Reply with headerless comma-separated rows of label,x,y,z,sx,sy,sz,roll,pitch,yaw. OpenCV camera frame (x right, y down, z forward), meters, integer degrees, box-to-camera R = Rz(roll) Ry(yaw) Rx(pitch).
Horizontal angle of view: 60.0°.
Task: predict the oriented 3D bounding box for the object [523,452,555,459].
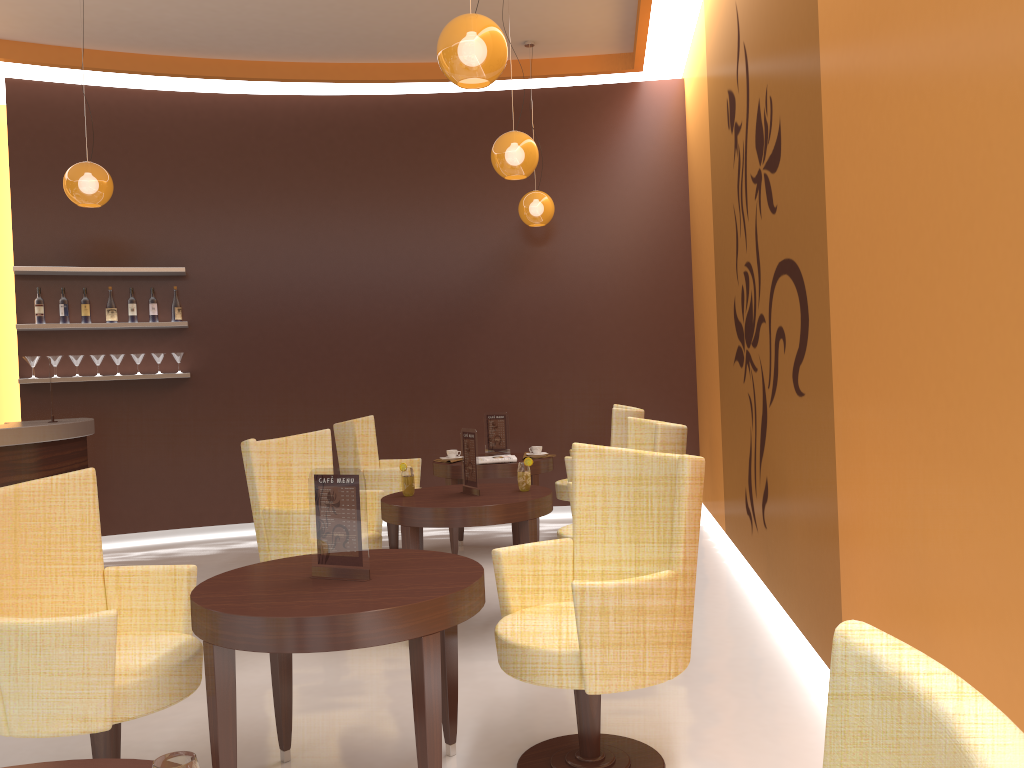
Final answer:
object,0.201,0.516,6.417,0.239,0.021,0.464,-2,1,2

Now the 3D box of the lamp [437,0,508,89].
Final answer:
lamp,-0.192,-2.006,3.708,0.299,1.500,0.299,-2,1,31

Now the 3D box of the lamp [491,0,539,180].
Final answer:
lamp,-0.009,-2.030,5.499,0.299,1.500,0.299,-3,1,-41

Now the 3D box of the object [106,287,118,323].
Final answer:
object,-3.260,-0.638,7.211,0.086,0.303,0.086,-3,1,-10

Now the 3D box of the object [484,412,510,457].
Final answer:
object,-0.110,0.372,6.464,0.209,0.335,0.042,-2,1,29

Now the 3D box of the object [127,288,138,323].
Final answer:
object,-3.110,-0.640,7.264,0.073,0.297,0.073,-2,1,44

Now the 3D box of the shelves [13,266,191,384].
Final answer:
shelves,-4.671,-0.411,6.143,4.744,0.902,0.586,-3,1,-37

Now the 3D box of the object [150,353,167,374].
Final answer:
object,-2.922,-0.166,7.340,0.137,0.174,0.137,-2,1,31

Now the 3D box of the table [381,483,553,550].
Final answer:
table,-0.215,0.901,4.521,0.872,0.679,0.874,-2,1,37

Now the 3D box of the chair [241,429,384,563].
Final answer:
chair,-1.024,0.765,4.649,0.685,1.017,0.729,-2,1,23

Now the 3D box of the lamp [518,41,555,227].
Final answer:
lamp,0.175,-2.054,7.289,0.299,1.500,0.299,-2,1,6

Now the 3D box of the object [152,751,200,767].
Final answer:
object,-0.404,0.527,1.071,0.067,0.148,0.067,-2,1,30

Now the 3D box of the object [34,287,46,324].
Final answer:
object,-3.719,-0.611,6.981,0.073,0.297,0.073,-2,1,44

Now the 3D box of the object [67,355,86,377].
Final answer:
object,-3.486,-0.141,7.105,0.137,0.174,0.137,-3,1,-19

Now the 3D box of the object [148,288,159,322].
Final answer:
object,-2.962,-0.647,7.322,0.073,0.297,0.073,-2,1,44

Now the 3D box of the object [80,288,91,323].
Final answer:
object,-3.428,-0.625,7.129,0.073,0.297,0.073,-2,1,3

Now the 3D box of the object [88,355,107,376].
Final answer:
object,-3.345,-0.146,7.166,0.137,0.174,0.137,-3,1,-19

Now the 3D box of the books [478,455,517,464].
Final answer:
books,-0.155,0.527,6.169,0.367,0.035,0.345,-2,1,-4

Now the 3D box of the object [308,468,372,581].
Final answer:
object,-0.528,0.423,2.696,0.209,0.335,0.042,-2,1,24

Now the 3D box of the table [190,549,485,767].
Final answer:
table,-0.505,0.930,2.710,0.872,0.679,0.874,-2,1,42

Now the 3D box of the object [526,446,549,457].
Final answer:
object,0.182,0.487,6.425,0.153,0.069,0.153,-3,1,-11

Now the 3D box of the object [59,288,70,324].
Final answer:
object,-3.567,-0.619,7.060,0.073,0.297,0.073,-2,1,44

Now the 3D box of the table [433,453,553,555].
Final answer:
table,-0.124,0.880,6.433,0.872,0.679,0.874,-2,1,42

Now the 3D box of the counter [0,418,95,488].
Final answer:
counter,-3.753,0.837,4.978,2.917,1.100,1.586,-3,1,-39

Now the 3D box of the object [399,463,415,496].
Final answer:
object,-0.536,0.489,4.544,0.072,0.171,0.067,-3,1,-12

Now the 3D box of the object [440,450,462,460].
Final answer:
object,-0.435,0.514,6.415,0.153,0.069,0.153,-2,1,32

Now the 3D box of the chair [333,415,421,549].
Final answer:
chair,-0.927,0.745,6.437,0.685,1.017,0.729,-2,1,3

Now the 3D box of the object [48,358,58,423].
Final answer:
object,-2.977,0.039,5.732,0.052,0.414,0.258,-3,1,-25

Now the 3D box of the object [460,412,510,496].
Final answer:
object,-0.148,0.382,5.467,0.187,0.335,2.090,-2,1,2

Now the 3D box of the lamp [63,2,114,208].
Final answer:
lamp,-2.792,-1.914,5.786,0.299,1.500,0.299,-2,1,24

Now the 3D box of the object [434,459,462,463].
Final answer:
object,-0.452,0.543,6.414,0.239,0.021,0.464,-2,1,20

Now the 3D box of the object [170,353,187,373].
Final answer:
object,-2.778,-0.172,7.396,0.137,0.174,0.137,-3,1,-19

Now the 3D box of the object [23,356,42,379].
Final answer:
object,-3.764,-0.128,6.967,0.137,0.174,0.137,-3,1,-29

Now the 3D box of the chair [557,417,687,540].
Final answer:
chair,0.572,0.698,4.570,0.685,1.017,0.729,-3,1,-6

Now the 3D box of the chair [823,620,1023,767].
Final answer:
chair,0.054,0.755,0.672,0.685,1.017,0.729,-2,1,38

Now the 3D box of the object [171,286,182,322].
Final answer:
object,-2.797,-0.660,7.382,0.086,0.303,0.086,-2,1,20

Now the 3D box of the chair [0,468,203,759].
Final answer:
chair,-1.309,0.795,2.714,0.685,1.017,0.729,-2,1,3

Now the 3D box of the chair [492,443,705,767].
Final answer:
chair,0.280,0.725,2.884,0.685,1.017,0.729,-3,1,-26

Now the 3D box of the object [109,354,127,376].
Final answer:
object,-3.211,-0.152,7.227,0.137,0.174,0.137,-3,1,-19

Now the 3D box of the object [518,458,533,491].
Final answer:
object,0.064,0.464,4.548,0.072,0.171,0.067,-3,1,-37

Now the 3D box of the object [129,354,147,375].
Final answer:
object,-3.069,-0.159,7.285,0.137,0.174,0.137,-3,1,-19

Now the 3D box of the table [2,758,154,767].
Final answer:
table,-0.680,0.952,1.007,0.874,0.679,0.872,-3,1,-38

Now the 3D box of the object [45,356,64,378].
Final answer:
object,-3.625,-0.134,7.036,0.137,0.174,0.137,-3,1,-29

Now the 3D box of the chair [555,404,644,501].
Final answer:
chair,0.659,0.675,6.609,0.685,1.017,0.729,-2,1,5
